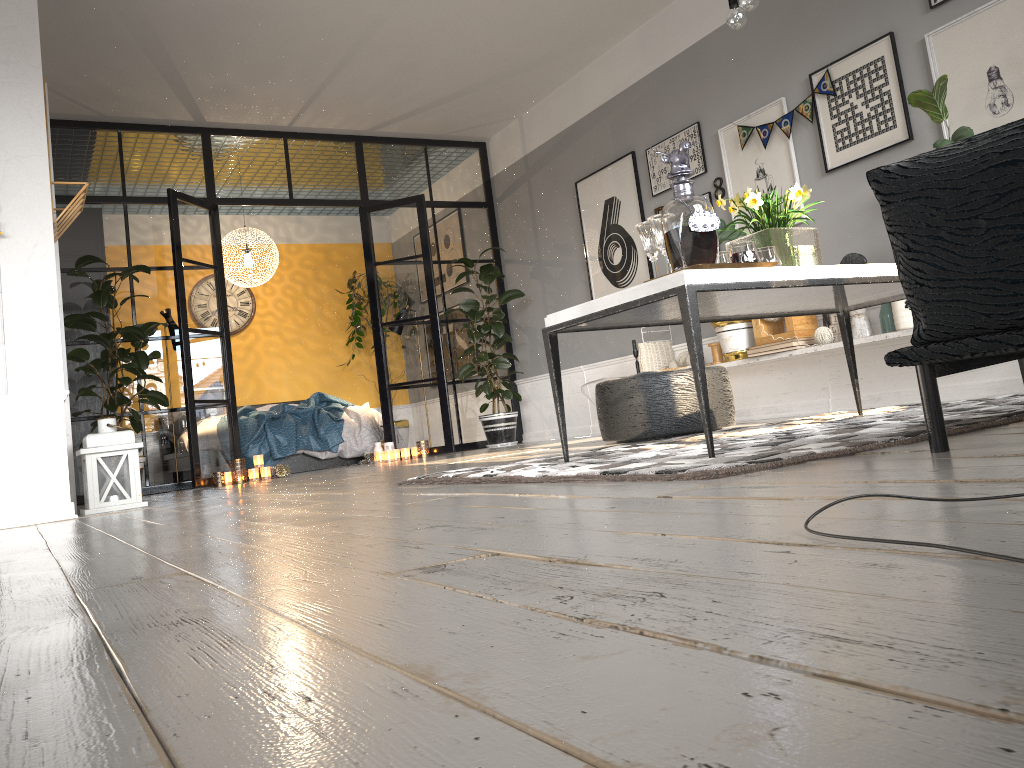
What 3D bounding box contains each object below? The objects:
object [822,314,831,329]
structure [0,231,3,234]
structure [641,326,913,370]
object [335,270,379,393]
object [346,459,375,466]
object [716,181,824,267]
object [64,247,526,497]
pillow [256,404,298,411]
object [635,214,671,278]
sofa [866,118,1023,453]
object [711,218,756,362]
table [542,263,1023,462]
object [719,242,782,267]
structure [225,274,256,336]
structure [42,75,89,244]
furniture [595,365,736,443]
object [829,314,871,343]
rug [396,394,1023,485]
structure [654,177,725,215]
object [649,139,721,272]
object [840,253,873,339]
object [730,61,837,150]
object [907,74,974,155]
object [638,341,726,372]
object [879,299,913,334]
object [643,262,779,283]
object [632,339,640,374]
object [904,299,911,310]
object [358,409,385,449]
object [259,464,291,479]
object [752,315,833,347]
[{"bbox_3d":[1.860,-0.453,5.250,0.019,0.467,0.219,-4,-7,-30],"label":"object"},{"bbox_3d":[-2.437,-0.867,4.096,0.134,0.451,0.077,-2,-9,-41],"label":"structure"},{"bbox_3d":[1.722,-0.393,5.263,0.308,0.489,2.753,-4,-4,-30],"label":"structure"},{"bbox_3d":[-1.477,-0.268,10.309,1.345,2.220,1.239,-2,-8,-43],"label":"object"},{"bbox_3d":[-1.355,0.702,7.906,0.325,0.054,0.087,-9,-4,24],"label":"object"},{"bbox_3d":[0.884,-0.504,2.977,0.352,0.353,0.322,-5,-5,-27],"label":"object"},{"bbox_3d":[-1.513,-0.201,7.178,3.905,1.808,1.002,-5,-6,-30],"label":"object"},{"bbox_3d":[-2.466,0.313,9.289,0.483,0.229,0.591,-9,-3,19],"label":"pillow"},{"bbox_3d":[0.456,-0.396,2.731,0.082,0.228,0.166,-5,-6,-18],"label":"object"},{"bbox_3d":[1.926,-0.386,2.002,2.345,0.803,0.962,-6,-5,-30],"label":"sofa"},{"bbox_3d":[1.368,-0.624,5.678,0.546,0.970,0.506,-2,-8,-44],"label":"object"},{"bbox_3d":[0.932,-0.073,2.951,1.459,0.514,0.726,-6,-4,-30],"label":"table"},{"bbox_3d":[0.644,-0.350,2.668,0.277,0.088,0.246,-10,-4,38],"label":"object"},{"bbox_3d":[-3.241,-0.889,9.925,0.728,0.730,0.070,-5,-7,-30],"label":"structure"},{"bbox_3d":[-2.325,-1.131,4.586,0.185,0.781,0.491,-4,-7,-30],"label":"structure"},{"bbox_3d":[0.827,0.107,4.806,0.736,0.359,0.730,-4,-5,-43],"label":"furniture"},{"bbox_3d":[1.934,-0.327,5.061,0.078,0.174,0.262,-5,-5,-24],"label":"object"},{"bbox_3d":[1.082,0.162,3.170,2.532,0.034,1.755,-6,-3,-30],"label":"rug"},{"bbox_3d":[1.261,-1.239,6.280,0.024,0.264,0.733,-4,-5,-30],"label":"structure"},{"bbox_3d":[0.499,-0.510,2.536,0.148,0.420,0.154,-6,-6,-10],"label":"object"},{"bbox_3d":[1.908,-0.488,4.897,0.137,0.487,0.153,-4,-7,-30],"label":"object"},{"bbox_3d":[1.667,-1.652,5.463,0.057,0.342,0.907,-4,-5,-30],"label":"object"},{"bbox_3d":[2.179,-0.893,4.277,0.415,1.158,0.564,-8,-6,10],"label":"object"},{"bbox_3d":[1.224,-0.192,6.111,0.329,0.309,0.778,-5,-4,-29],"label":"object"},{"bbox_3d":[2.046,-0.523,4.619,0.284,0.492,0.331,-9,-6,21],"label":"object"},{"bbox_3d":[0.575,-0.316,2.554,0.319,0.015,0.245,-6,-3,-30],"label":"object"},{"bbox_3d":[1.025,-0.008,6.611,0.092,0.706,0.277,-2,-8,-37],"label":"object"},{"bbox_3d":[1.264,-0.279,1.951,0.668,0.331,0.486,-5,-5,-34],"label":"object"},{"bbox_3d":[-1.155,0.443,8.060,0.436,0.526,0.277,-8,-6,11],"label":"object"},{"bbox_3d":[-1.963,0.713,7.146,0.192,0.118,0.712,-4,-4,-41],"label":"object"},{"bbox_3d":[1.684,-0.416,5.268,0.239,0.443,0.541,-4,-5,-30],"label":"object"}]
